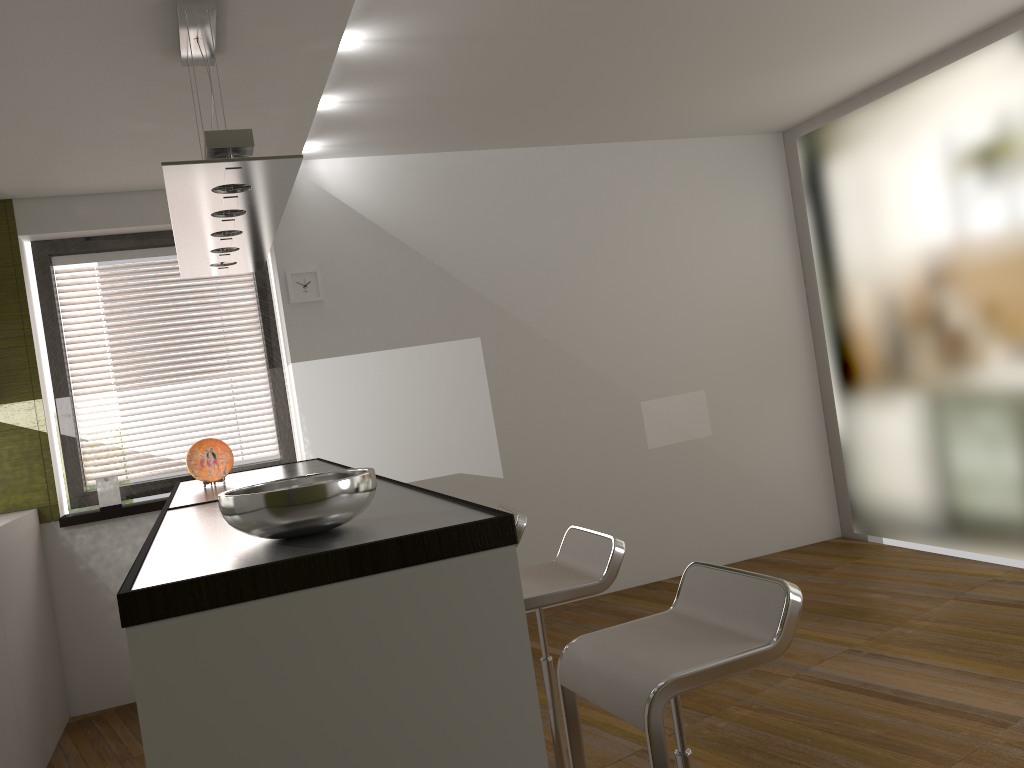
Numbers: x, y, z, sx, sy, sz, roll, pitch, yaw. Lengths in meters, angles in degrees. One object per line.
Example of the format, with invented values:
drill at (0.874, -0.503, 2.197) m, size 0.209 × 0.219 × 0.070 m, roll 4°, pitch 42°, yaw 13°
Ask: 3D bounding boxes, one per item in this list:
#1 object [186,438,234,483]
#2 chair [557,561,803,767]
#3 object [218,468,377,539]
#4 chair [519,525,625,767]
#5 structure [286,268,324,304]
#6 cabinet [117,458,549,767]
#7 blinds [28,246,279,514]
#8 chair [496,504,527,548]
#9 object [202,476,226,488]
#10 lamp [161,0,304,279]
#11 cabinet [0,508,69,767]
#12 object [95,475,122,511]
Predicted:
object at (-1.218, 0.307, 3.575) m, size 0.184 × 0.178 × 0.055 m, roll -9°, pitch 0°, yaw -23°
chair at (0.413, 0.885, 2.009) m, size 0.460 × 0.857 × 0.418 m, roll -9°, pitch 0°, yaw -24°
object at (-0.427, 0.249, 1.798) m, size 0.311 × 0.105 × 0.311 m, roll -9°, pitch 0°, yaw -6°
chair at (0.137, 0.922, 2.808) m, size 0.460 × 0.857 × 0.418 m, roll -9°, pitch 0°, yaw -19°
structure at (-1.141, -0.541, 4.887) m, size 0.180 × 0.180 × 0.026 m, roll -9°, pitch 0°, yaw -19°
cabinet at (-0.701, 0.907, 2.882) m, size 0.663 × 1.134 × 2.947 m, roll -9°, pitch 0°, yaw -19°
blinds at (-5.936, -2.078, 6.778) m, size 9.030 × 12.704 × 16.000 m, roll -8°, pitch 0°, yaw 20°
chair at (-0.139, 0.960, 3.608) m, size 0.460 × 0.857 × 0.418 m, roll -9°, pitch 0°, yaw -14°
object at (-1.211, 0.344, 3.575) m, size 0.088 × 0.131 × 0.072 m, roll -9°, pitch 0°, yaw -24°
lamp at (-0.984, -0.828, 2.904) m, size 0.326 × 0.683 × 1.677 m, roll -9°, pitch 0°, yaw -19°
cabinet at (-2.072, 1.136, 3.044) m, size 0.465 × 1.086 × 2.940 m, roll -9°, pitch 0°, yaw -19°
object at (-2.115, 0.569, 4.651) m, size 0.106 × 0.169 × 0.057 m, roll -9°, pitch 0°, yaw -25°
